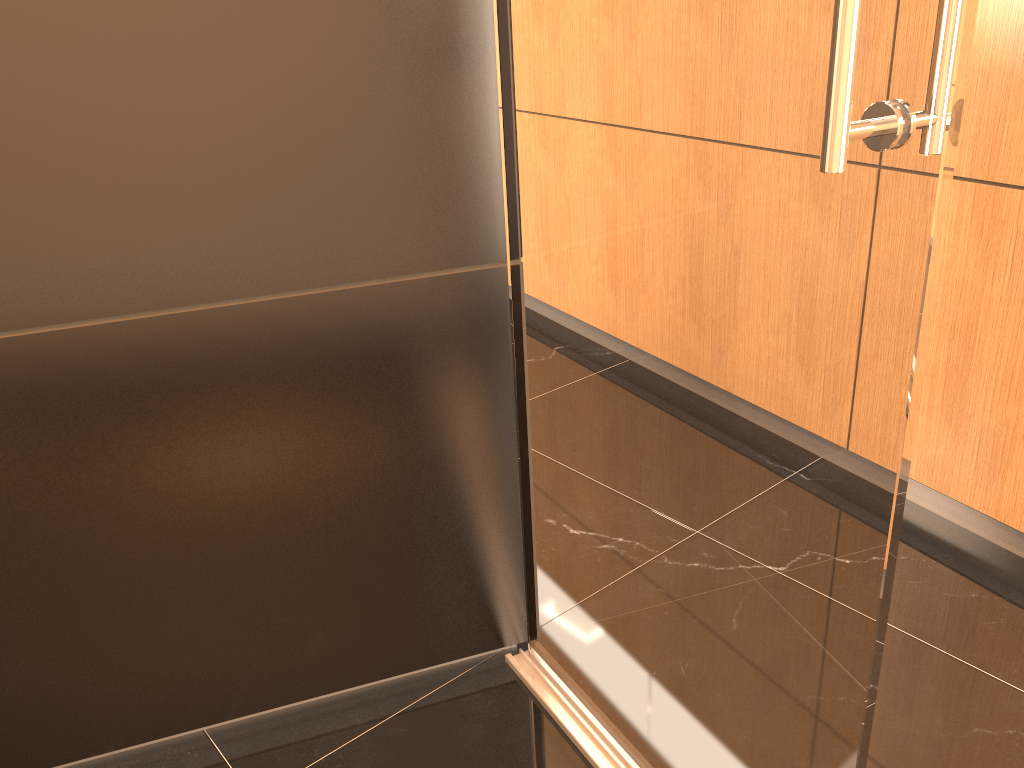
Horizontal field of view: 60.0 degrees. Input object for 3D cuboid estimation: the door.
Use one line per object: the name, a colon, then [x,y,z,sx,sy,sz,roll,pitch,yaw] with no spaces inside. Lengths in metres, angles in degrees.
door: [0.601,-0.480,0.379,0.098,3.285,2.473,-15,26,-25]
